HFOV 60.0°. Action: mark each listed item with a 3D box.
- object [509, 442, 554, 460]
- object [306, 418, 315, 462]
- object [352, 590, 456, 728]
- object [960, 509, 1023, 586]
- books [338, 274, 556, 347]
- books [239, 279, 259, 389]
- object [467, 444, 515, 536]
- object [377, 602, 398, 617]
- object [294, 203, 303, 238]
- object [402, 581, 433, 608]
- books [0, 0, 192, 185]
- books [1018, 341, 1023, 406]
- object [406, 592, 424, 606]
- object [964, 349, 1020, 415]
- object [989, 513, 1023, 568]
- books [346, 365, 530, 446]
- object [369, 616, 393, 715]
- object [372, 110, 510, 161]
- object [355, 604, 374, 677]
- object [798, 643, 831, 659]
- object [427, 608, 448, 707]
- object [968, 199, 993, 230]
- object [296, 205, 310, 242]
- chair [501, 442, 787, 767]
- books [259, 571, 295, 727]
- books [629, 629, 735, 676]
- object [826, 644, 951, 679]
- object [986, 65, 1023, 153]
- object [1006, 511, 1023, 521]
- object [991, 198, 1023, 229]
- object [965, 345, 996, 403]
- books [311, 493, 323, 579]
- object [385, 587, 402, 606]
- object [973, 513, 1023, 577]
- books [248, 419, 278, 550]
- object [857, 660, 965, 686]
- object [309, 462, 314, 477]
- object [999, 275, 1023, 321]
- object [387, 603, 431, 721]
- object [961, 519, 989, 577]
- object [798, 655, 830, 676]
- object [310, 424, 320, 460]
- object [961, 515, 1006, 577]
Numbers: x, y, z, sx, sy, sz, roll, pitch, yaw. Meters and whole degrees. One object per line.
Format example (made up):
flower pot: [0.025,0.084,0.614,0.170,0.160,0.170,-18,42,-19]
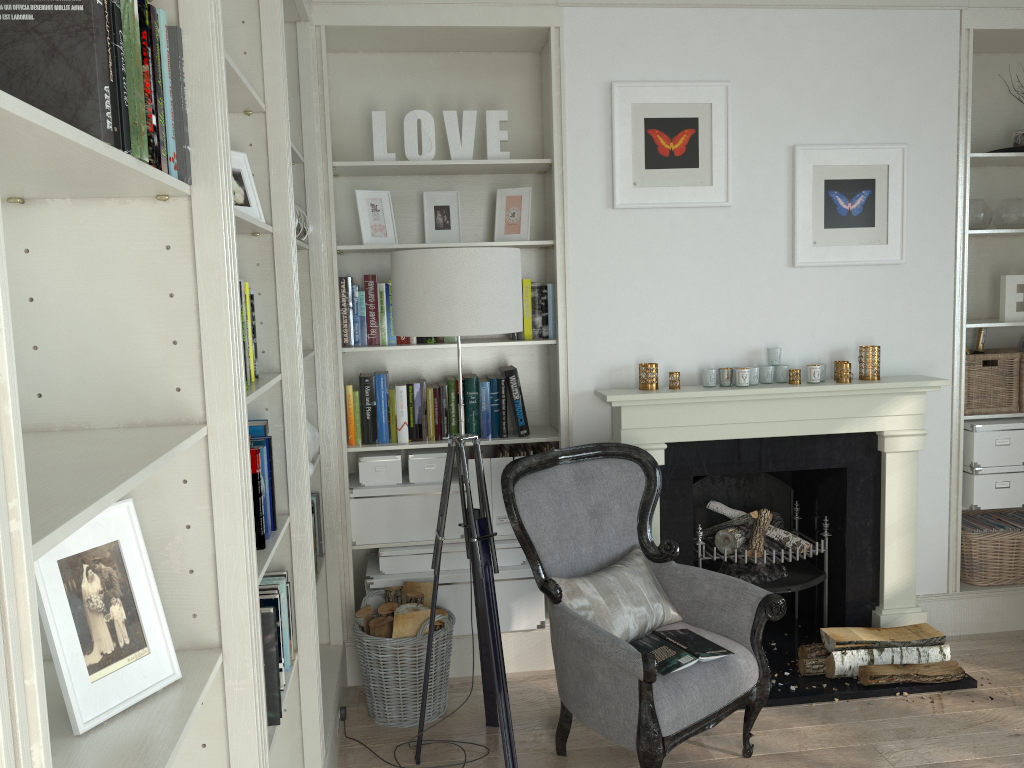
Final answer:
object: [0.091,0.430,3.872,0.188,0.378,0.294,-3,6,-7]
object: [-0.772,0.121,3.101,0.155,0.397,0.155,-4,7,-22]
object: [1.039,1.002,3.474,3.296,0.432,0.395,-2,6,-2]
object: [2.282,0.767,4.176,0.554,0.263,0.408,-2,6,-6]
books: [-0.276,-0.332,3.772,0.919,0.301,0.209,-2,6,-6]
books: [-0.726,-0.130,2.038,0.201,0.301,0.691,-2,6,-6]
object: [-0.102,0.447,3.849,0.188,0.360,0.294,-3,6,-7]
object: [-0.432,1.112,3.458,0.119,0.526,0.169,4,8,43]
object: [-0.820,-0.568,3.082,0.185,0.140,0.185,0,6,13]
object: [-0.369,1.016,3.523,0.150,0.462,0.178,0,6,15]
books: [-0.615,-0.452,1.252,0.205,0.291,0.465,-3,6,-7]
books: [2.374,-0.066,4.103,0.205,0.306,0.221,-3,6,-7]
object: [-0.388,1.077,3.395,0.128,0.565,0.076,-2,6,-4]
object: [2.123,-0.014,4.098,0.276,0.270,0.275,-3,6,-7]
object: [2.362,0.752,4.183,0.088,0.238,0.274,-2,6,-7]
books: [-0.315,0.081,3.795,0.763,0.302,0.215,-2,6,-6]
object: [-0.478,1.078,3.370,0.116,0.392,0.106,-3,6,-10]
object: [-0.288,-1.005,3.619,0.554,0.216,0.039,-3,6,-7]
object: [-0.530,1.113,3.457,0.142,0.486,0.139,-3,6,-7]
object: [1.448,1.090,3.664,0.516,0.123,0.118,-3,6,-9]
object: [-0.329,1.105,3.439,0.122,0.516,0.273,-5,7,-24]
object: [2.054,-0.755,3.982,0.185,0.140,0.185,0,6,13]
object: [-0.847,-0.590,3.295,0.185,0.140,0.185,0,6,13]
chair: [0.404,0.766,3.005,0.778,1.024,0.763,-7,8,-42]
books: [-0.691,0.668,2.307,0.205,0.291,0.465,-3,6,-7]
books: [0.535,0.858,2.889,0.304,0.046,0.224,-6,7,-32]
object: [1.495,1.101,3.518,0.483,0.128,0.084,-2,6,-5]
object: [2.385,-1.268,3.986,0.457,0.485,0.399,2,7,33]
object: [2.443,0.749,4.193,0.088,0.238,0.274,-3,6,-7]
object: [2.268,-0.764,4.008,0.185,0.140,0.185,0,6,13]
object: [2.111,-0.052,4.032,0.284,0.332,0.095,-5,7,-28]
books: [-0.829,0.566,3.285,0.205,0.291,0.465,-3,6,-7]
object: [-0.459,1.094,3.523,0.077,0.564,0.147,-3,6,-11]
object: [2.276,0.756,4.172,0.088,0.238,0.274,-3,6,-7]
books: [-0.712,0.276,2.102,0.207,0.302,0.762,-2,6,-6]
object: [1.554,1.129,3.463,0.389,0.085,0.109,-2,6,-5]
object: [-0.734,0.277,2.936,0.154,0.116,0.152,-3,6,-10]
object: [2.417,-0.396,4.040,0.393,0.207,0.039,-3,6,-7]
object: [-0.396,1.042,3.311,0.148,0.456,0.165,-5,7,-31]
object: [2.121,0.762,4.161,0.088,0.238,0.274,-2,6,-7]
object: [1.444,1.122,3.588,0.561,0.078,0.078,-2,6,-6]
object: [-0.799,0.183,3.317,0.154,0.225,0.153,1,7,28]
object: [2.195,0.760,4.163,0.088,0.238,0.274,-2,6,-7]
